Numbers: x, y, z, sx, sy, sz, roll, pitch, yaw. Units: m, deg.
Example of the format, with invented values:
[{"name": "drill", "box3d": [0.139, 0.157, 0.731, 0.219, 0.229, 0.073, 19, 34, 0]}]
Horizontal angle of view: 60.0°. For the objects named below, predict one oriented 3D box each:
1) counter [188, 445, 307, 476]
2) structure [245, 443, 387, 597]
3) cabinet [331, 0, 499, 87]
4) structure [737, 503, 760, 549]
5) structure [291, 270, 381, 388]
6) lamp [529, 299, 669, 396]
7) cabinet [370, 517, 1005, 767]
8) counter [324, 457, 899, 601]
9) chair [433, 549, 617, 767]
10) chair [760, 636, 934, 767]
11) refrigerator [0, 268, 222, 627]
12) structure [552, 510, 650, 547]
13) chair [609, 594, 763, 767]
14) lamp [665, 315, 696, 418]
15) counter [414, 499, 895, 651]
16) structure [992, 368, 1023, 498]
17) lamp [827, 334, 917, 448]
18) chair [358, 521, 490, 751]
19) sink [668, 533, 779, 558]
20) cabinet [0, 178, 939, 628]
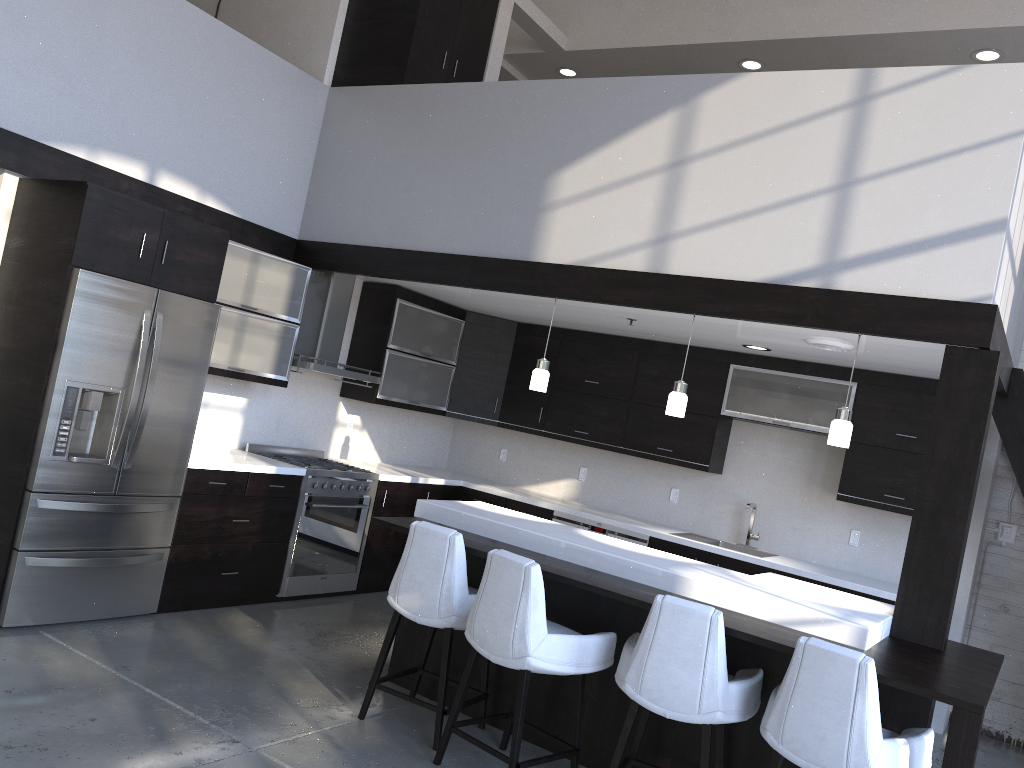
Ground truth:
[{"name": "counter", "box3d": [-1.849, 0.458, 5.515, 0.675, 0.047, 0.921, 10, -2, 32]}, {"name": "structure", "box3d": [-1.419, 0.948, 6.225, 0.620, 0.902, 0.846, 11, -2, 32]}, {"name": "cabinet", "box3d": [-0.787, -2.007, 6.476, 0.683, 2.232, 0.839, 11, -1, 32]}, {"name": "structure", "box3d": [1.731, 1.035, 6.490, 0.149, 0.328, 0.225, 11, -2, 32]}, {"name": "structure", "box3d": [-1.256, -0.499, 6.279, 0.488, 0.930, 0.728, 11, -2, 32]}, {"name": "lamp", "box3d": [0.731, -0.133, 5.933, 0.124, 0.623, 1.955, 11, -2, 35]}, {"name": "cabinet", "box3d": [0.693, 1.391, 4.190, 2.688, 0.910, 1.372, 10, -2, 32]}, {"name": "counter", "box3d": [0.703, 1.007, 6.322, 4.232, 0.045, 1.712, 10, -2, 32]}, {"name": "chair", "box3d": [0.049, 1.208, 3.746, 0.578, 0.984, 0.502, 10, -2, 44]}, {"name": "chair", "box3d": [1.143, 1.414, 3.210, 0.578, 0.984, 0.502, 11, -2, 39]}, {"name": "refrigerator", "box3d": [-2.301, 0.323, 4.760, 0.819, 1.772, 0.854, 11, -1, 32]}, {"name": "structure", "box3d": [0.755, 1.455, 6.835, 0.783, 0.789, 0.784, 11, -2, 32]}, {"name": "chair", "box3d": [0.649, 1.323, 3.520, 0.578, 0.984, 0.502, 11, -1, 24]}, {"name": "lamp", "box3d": [0.926, -0.134, 4.720, 0.100, 0.623, 0.100, 11, -1, 38]}, {"name": "counter", "box3d": [0.693, 0.894, 4.494, 2.290, 0.095, 0.978, 10, -2, 32]}, {"name": "structure", "box3d": [3.623, 0.872, 5.445, 1.660, 3.185, 0.930, 11, -1, 32]}, {"name": "lamp", "box3d": [2.121, 0.121, 5.044, 0.123, 0.623, 1.951, 11, -2, 33]}, {"name": "chair", "box3d": [-0.340, 1.143, 4.153, 0.578, 0.984, 0.502, 11, -1, 29]}, {"name": "sink", "box3d": [1.504, 1.232, 6.356, 0.676, 0.168, 0.475, 10, -2, 32]}, {"name": "cabinet", "box3d": [0.099, 0.589, 5.260, 4.226, 2.314, 4.282, 10, -2, 32]}]
